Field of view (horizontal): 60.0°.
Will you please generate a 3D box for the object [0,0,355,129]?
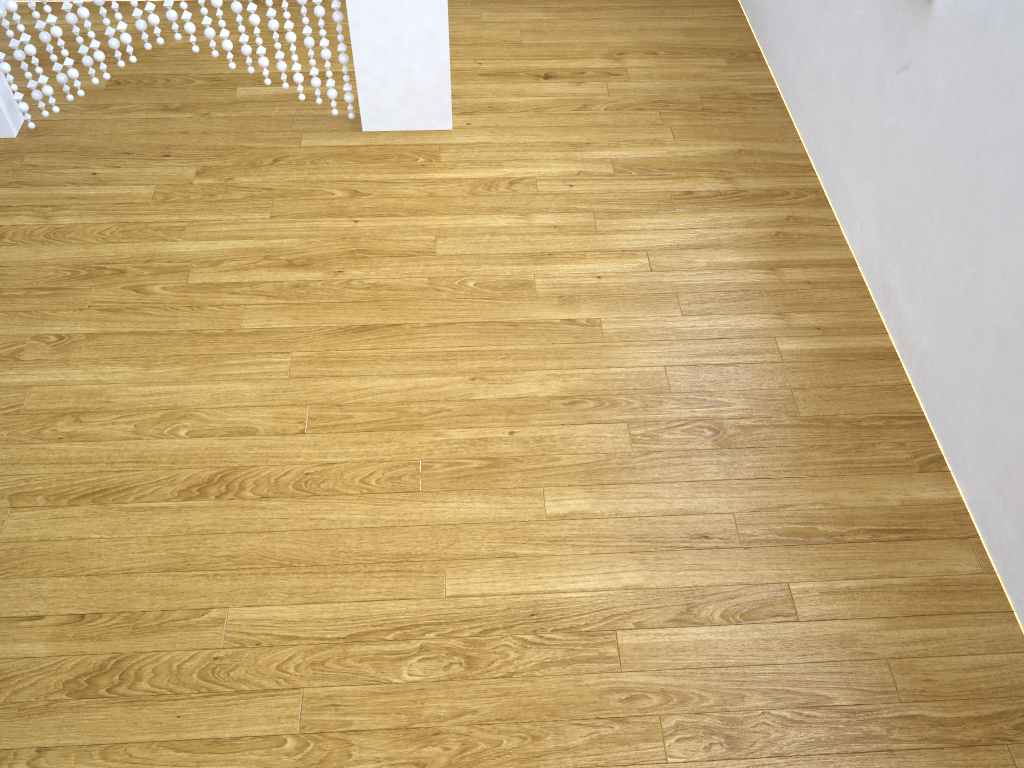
[{"bbox_3d":[-0.890,-1.402,1.748,0.923,2.047,0.050,-2,50,-3],"label":"object"}]
